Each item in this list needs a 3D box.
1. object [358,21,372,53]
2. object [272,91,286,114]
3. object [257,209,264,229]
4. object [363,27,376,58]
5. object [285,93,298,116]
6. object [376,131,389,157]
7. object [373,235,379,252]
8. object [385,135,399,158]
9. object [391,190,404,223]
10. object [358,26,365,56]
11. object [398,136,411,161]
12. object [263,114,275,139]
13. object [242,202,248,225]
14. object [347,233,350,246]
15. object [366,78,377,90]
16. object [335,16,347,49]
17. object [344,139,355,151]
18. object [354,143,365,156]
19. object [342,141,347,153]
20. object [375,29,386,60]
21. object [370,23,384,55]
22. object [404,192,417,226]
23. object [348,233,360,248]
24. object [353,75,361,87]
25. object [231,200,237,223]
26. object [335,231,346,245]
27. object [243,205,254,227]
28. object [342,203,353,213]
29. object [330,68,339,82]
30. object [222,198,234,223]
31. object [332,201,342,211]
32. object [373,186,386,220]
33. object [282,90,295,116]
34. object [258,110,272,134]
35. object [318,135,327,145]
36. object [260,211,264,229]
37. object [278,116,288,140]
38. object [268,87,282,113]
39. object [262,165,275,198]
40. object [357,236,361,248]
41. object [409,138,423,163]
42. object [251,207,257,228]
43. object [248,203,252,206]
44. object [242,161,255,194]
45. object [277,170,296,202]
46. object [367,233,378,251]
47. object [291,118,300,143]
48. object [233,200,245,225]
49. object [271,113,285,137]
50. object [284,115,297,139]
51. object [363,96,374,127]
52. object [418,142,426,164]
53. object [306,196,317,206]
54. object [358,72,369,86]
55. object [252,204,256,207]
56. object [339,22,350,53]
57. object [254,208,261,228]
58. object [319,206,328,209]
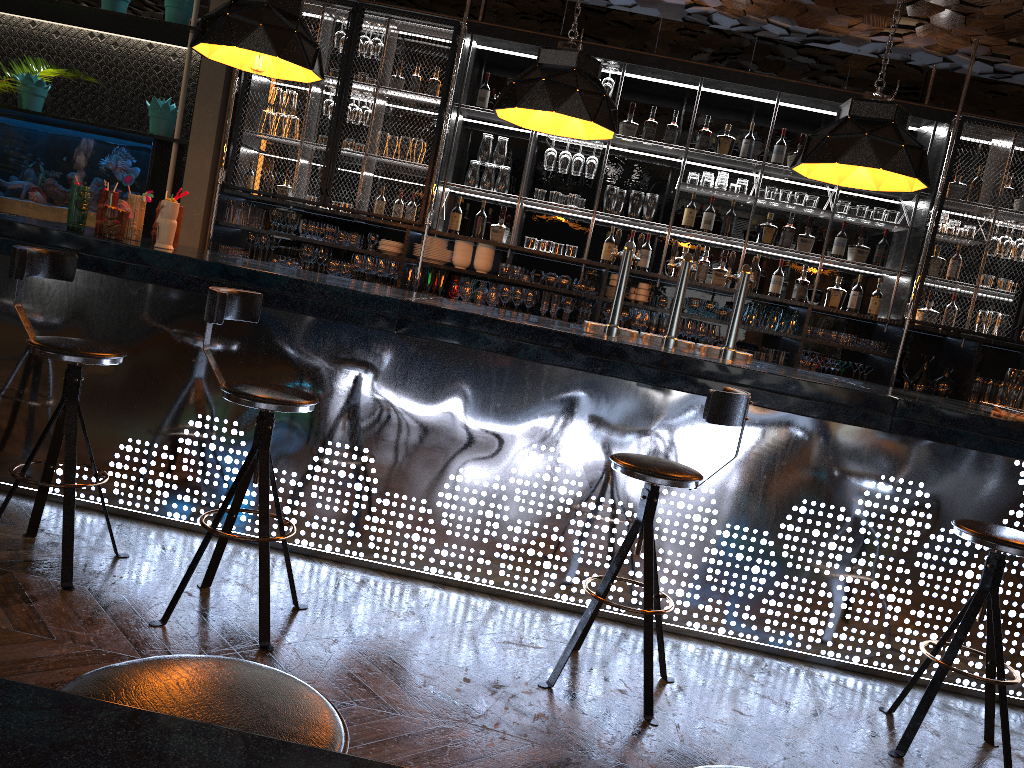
[{"bbox_3d":[-1.089,-2.570,6.574,0.081,0.213,0.081,12,7,8],"label":"object"},{"bbox_3d":[-1.792,-2.165,6.828,0.092,0.182,0.092,11,7,-3],"label":"object"},{"bbox_3d":[-1.945,-1.270,6.801,0.051,0.152,0.058,15,7,28],"label":"object"},{"bbox_3d":[-1.080,-2.585,6.717,0.081,0.213,0.081,12,7,8],"label":"object"},{"bbox_3d":[-1.692,-2.143,6.814,0.092,0.182,0.092,11,7,-3],"label":"object"},{"bbox_3d":[-0.981,-1.799,6.673,0.092,0.182,0.092,11,7,-3],"label":"object"},{"bbox_3d":[-1.072,-1.090,6.845,0.074,0.131,0.074,13,7,15],"label":"object"},{"bbox_3d":[-0.921,-1.798,6.771,0.092,0.182,0.092,11,7,-3],"label":"object"},{"bbox_3d":[-0.869,-1.355,6.795,0.075,0.260,0.075,6,8,-39],"label":"object"},{"bbox_3d":[-1.165,-2.602,6.720,0.081,0.213,0.081,12,7,8],"label":"object"},{"bbox_3d":[-0.816,-1.768,6.690,0.092,0.182,0.092,11,7,-3],"label":"object"},{"bbox_3d":[-1.881,-1.998,6.856,0.092,0.182,0.092,11,7,-3],"label":"object"},{"bbox_3d":[-2.046,-1.292,6.720,0.067,0.174,0.067,15,7,27],"label":"object"},{"bbox_3d":[-1.202,-1.079,6.674,0.078,0.099,0.078,7,8,-31],"label":"object"},{"bbox_3d":[-1.079,-2.288,6.779,0.077,0.080,0.077,16,8,38],"label":"object"},{"bbox_3d":[-1.268,-2.607,6.581,0.081,0.213,0.081,12,7,8],"label":"object"},{"bbox_3d":[-1.222,-1.792,6.654,0.077,0.080,0.077,11,7,-2],"label":"object"},{"bbox_3d":[-1.172,-1.800,6.809,0.077,0.080,0.077,11,7,-2],"label":"object"},{"bbox_3d":[-1.275,-1.820,6.807,0.077,0.080,0.077,7,8,-33],"label":"object"},{"bbox_3d":[-0.992,-2.567,6.713,0.081,0.213,0.081,12,7,8],"label":"object"},{"bbox_3d":[-1.000,-2.552,6.570,0.081,0.213,0.081,12,7,8],"label":"object"},{"bbox_3d":[-0.769,-1.332,6.771,0.075,0.260,0.075,6,8,-39],"label":"object"},{"bbox_3d":[-1.175,-1.063,6.583,0.078,0.099,0.078,7,8,-31],"label":"object"},{"bbox_3d":[-1.186,-2.308,6.774,0.077,0.080,0.077,7,8,-32],"label":"object"},{"bbox_3d":[-2.115,-1.305,6.710,0.067,0.174,0.067,17,9,42],"label":"object"},{"bbox_3d":[-1.272,-1.085,6.594,0.078,0.103,0.078,5,9,-45],"label":"object"},{"bbox_3d":[-1.966,-1.253,6.623,0.051,0.152,0.058,12,7,7],"label":"object"},{"bbox_3d":[-1.259,-1.335,6.758,0.077,0.080,0.077,10,7,-10],"label":"object"},{"bbox_3d":[-1.337,-2.329,6.693,0.077,0.080,0.077,10,7,-7],"label":"object"},{"bbox_3d":[-2.122,-1.297,6.635,0.067,0.174,0.067,12,7,10],"label":"object"},{"bbox_3d":[-1.346,-1.359,6.816,0.077,0.080,0.077,7,8,-32],"label":"object"},{"bbox_3d":[-1.005,-1.379,6.778,0.075,0.261,0.075,6,8,-39],"label":"object"},{"bbox_3d":[-1.693,-2.134,6.735,0.092,0.182,0.092,11,7,-3],"label":"object"},{"bbox_3d":[-1.878,-1.986,6.754,0.092,0.182,0.092,11,7,-3],"label":"object"},{"bbox_3d":[-1.437,-1.846,6.754,0.077,0.080,0.077,13,7,14],"label":"object"},{"bbox_3d":[-1.956,-1.279,6.860,0.051,0.152,0.058,14,7,26],"label":"object"},{"bbox_3d":[-1.777,-1.976,6.845,0.092,0.182,0.092,11,7,-3],"label":"object"},{"bbox_3d":[-1.793,-2.154,6.730,0.092,0.182,0.092,11,7,-3],"label":"object"},{"bbox_3d":[-1.856,-1.549,6.784,0.075,0.260,0.075,16,8,36],"label":"object"},{"bbox_3d":[-1.195,-1.088,6.766,0.078,0.099,0.078,7,8,-31],"label":"object"},{"bbox_3d":[-0.725,-1.747,6.666,0.092,0.182,0.092,11,7,-3],"label":"object"},{"bbox_3d":[-1.959,-1.259,6.682,0.058,0.152,0.051,12,7,6],"label":"object"},{"bbox_3d":[-2.043,-1.302,6.810,0.067,0.174,0.067,6,8,-37],"label":"object"},{"bbox_3d":[-2.019,-1.585,6.818,0.075,0.261,0.075,6,8,-39],"label":"object"},{"bbox_3d":[-1.723,-1.514,6.790,0.108,0.244,0.108,13,7,16],"label":"object"},{"bbox_3d":[-1.054,-1.065,6.669,0.074,0.131,0.074,13,7,15],"label":"object"},{"bbox_3d":[-1.684,-1.957,6.833,0.092,0.182,0.092,11,7,-3],"label":"object"},{"bbox_3d":[-2.044,-1.283,6.644,0.067,0.174,0.067,17,9,41],"label":"object"},{"bbox_3d":[-1.776,-1.965,6.750,0.092,0.182,0.092,11,7,-3],"label":"object"},{"bbox_3d":[-1.678,-1.944,6.736,0.092,0.182,0.092,11,7,-3],"label":"object"},{"bbox_3d":[-1.088,-2.080,6.770,0.081,0.213,0.081,12,7,8],"label":"object"},{"bbox_3d":[-0.709,-1.755,6.759,0.092,0.182,0.092,11,7,-3],"label":"object"},{"bbox_3d":[-1.529,-1.387,6.749,0.077,0.080,0.077,17,9,41],"label":"object"},{"bbox_3d":[-1.115,-2.276,6.621,0.077,0.080,0.077,16,8,38],"label":"object"},{"bbox_3d":[-2.038,-1.311,6.896,0.067,0.174,0.067,17,9,42],"label":"object"},{"bbox_3d":[-1.259,-2.621,6.724,0.081,0.213,0.081,12,7,8],"label":"object"},{"bbox_3d":[-1.951,-1.264,6.742,0.058,0.152,0.051,6,8,-36],"label":"object"},{"bbox_3d":[-1.427,-1.365,6.734,0.077,0.080,0.077,10,7,-12],"label":"object"}]
